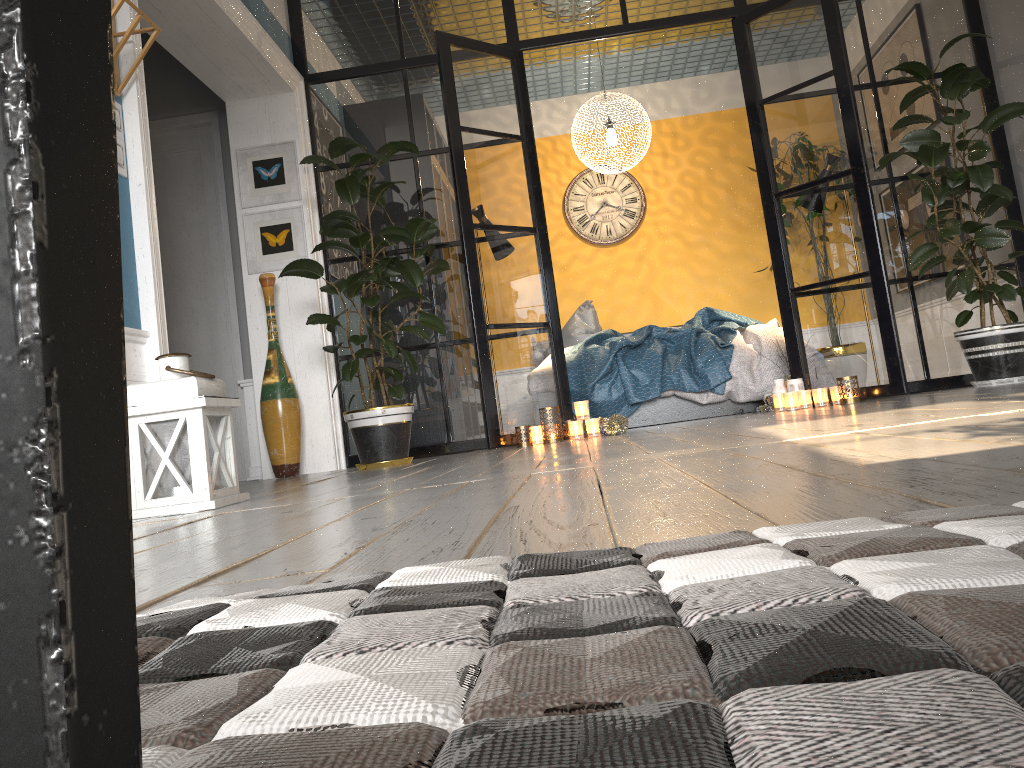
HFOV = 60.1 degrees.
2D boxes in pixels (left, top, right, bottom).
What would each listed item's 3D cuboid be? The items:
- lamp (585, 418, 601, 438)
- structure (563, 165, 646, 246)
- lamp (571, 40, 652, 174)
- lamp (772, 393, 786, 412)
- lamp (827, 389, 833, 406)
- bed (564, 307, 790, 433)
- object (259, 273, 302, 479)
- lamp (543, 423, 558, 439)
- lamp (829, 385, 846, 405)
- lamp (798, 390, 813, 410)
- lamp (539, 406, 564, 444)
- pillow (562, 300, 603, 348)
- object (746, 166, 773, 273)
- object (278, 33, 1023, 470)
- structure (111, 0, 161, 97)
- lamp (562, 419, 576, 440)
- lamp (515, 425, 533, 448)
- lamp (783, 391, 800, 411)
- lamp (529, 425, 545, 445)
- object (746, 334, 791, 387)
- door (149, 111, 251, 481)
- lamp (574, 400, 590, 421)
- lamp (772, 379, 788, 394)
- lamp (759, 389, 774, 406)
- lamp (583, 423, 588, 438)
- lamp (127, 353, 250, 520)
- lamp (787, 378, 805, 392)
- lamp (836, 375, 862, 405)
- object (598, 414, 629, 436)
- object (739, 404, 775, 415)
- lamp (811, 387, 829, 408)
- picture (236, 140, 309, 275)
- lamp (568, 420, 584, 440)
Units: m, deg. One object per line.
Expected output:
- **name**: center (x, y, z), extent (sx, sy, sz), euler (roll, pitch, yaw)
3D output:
- **lamp**: center (0.433, 0.233, 4.691), extent (0.080, 0.099, 0.081), euler (-12, -7, 44)
- **structure**: center (0.819, -1.587, 7.828), extent (0.726, 0.729, 0.070), euler (-8, -6, 3)
- **lamp**: center (0.726, -2.152, 6.789), extent (0.617, 1.103, 0.611), euler (-2, -8, -45)
- **lamp**: center (1.472, 0.101, 4.844), extent (0.081, 0.099, 0.080), euler (-5, -6, -32)
- **lamp**: center (1.699, 0.072, 4.779), extent (0.063, 0.092, 0.062), euler (-6, -5, -15)
- **bed**: center (1.094, -0.120, 6.494), extent (1.896, 0.775, 2.311), euler (-8, -3, 4)
- **object**: center (-1.287, -0.051, 4.847), extent (0.216, 1.131, 0.214), euler (-7, -6, -2)
- **lamp**: center (0.208, 0.265, 4.753), extent (0.080, 0.099, 0.081), euler (-12, -7, 44)
- **lamp**: center (1.725, 0.060, 4.673), extent (0.080, 0.099, 0.081), euler (-12, -7, 44)
- **lamp**: center (1.571, 0.084, 4.752), extent (0.080, 0.099, 0.081), euler (-12, -7, 44)
- **lamp**: center (0.207, 0.216, 4.651), extent (0.115, 0.188, 0.114), euler (-8, -5, 2)
- **pillow**: center (0.522, -0.347, 6.989), extent (0.781, 0.603, 0.496), euler (-8, -5, 9)
- **object**: center (2.561, -1.013, 7.229), extent (1.346, 2.220, 1.239), euler (-7, -5, -10)
- **object**: center (0.834, -0.682, 4.617), extent (3.893, 1.808, 1.005), euler (-8, -5, 3)
- **structure**: center (-1.335, -1.382, 2.823), extent (0.185, 0.781, 0.492), euler (-8, -5, 4)
- **lamp**: center (0.326, 0.254, 4.936), extent (0.081, 0.107, 0.080), euler (-8, -5, 3)
- **lamp**: center (0.063, 0.276, 4.641), extent (0.084, 0.111, 0.083), euler (-6, -5, -21)
- **lamp**: center (1.491, 0.093, 4.713), extent (0.080, 0.099, 0.081), euler (-12, -7, 44)
- **lamp**: center (0.134, 0.273, 4.699), extent (0.080, 0.099, 0.081), euler (-12, -7, 44)
- **object**: center (1.671, -0.120, 5.202), extent (0.434, 0.525, 0.279), euler (-12, -7, 44)
- **door**: center (-2.183, -0.501, 5.540), extent (1.036, 2.323, 0.176), euler (-8, -6, 3)
- **lamp**: center (0.374, 0.141, 4.706), extent (0.080, 0.099, 0.081), euler (-12, -7, 44)
- **lamp**: center (1.511, 0.063, 4.967), extent (0.092, 0.181, 0.092), euler (-10, -6, 24)
- **lamp**: center (1.529, 0.097, 5.197), extent (0.108, 0.132, 0.095), euler (-5, -6, -26)
- **lamp**: center (0.412, 0.250, 4.799), extent (0.069, 0.081, 0.068), euler (-8, -5, 11)
- **lamp**: center (-1.011, 0.143, 2.696), extent (0.286, 0.481, 0.285), euler (-8, -5, 3)
- **lamp**: center (1.567, 0.056, 4.863), extent (0.089, 0.167, 0.091), euler (-4, -6, -30)
- **lamp**: center (1.744, 0.032, 4.578), extent (0.108, 0.142, 0.106), euler (-4, -6, -33)
- **object**: center (0.519, 0.229, 4.886), extent (0.192, 0.118, 0.712), euler (-7, -3, -7)
- **object**: center (1.441, 0.150, 5.195), extent (0.087, 0.054, 0.323), euler (-5, -3, -32)
- **lamp**: center (1.640, 0.073, 4.699), extent (0.080, 0.099, 0.081), euler (-12, -7, 44)
- **picture**: center (-1.467, -1.063, 4.194), extent (0.358, 0.757, 1.936), euler (-8, -3, 4)
- **lamp**: center (0.343, 0.245, 4.704), extent (0.080, 0.099, 0.081), euler (-12, -7, 44)
